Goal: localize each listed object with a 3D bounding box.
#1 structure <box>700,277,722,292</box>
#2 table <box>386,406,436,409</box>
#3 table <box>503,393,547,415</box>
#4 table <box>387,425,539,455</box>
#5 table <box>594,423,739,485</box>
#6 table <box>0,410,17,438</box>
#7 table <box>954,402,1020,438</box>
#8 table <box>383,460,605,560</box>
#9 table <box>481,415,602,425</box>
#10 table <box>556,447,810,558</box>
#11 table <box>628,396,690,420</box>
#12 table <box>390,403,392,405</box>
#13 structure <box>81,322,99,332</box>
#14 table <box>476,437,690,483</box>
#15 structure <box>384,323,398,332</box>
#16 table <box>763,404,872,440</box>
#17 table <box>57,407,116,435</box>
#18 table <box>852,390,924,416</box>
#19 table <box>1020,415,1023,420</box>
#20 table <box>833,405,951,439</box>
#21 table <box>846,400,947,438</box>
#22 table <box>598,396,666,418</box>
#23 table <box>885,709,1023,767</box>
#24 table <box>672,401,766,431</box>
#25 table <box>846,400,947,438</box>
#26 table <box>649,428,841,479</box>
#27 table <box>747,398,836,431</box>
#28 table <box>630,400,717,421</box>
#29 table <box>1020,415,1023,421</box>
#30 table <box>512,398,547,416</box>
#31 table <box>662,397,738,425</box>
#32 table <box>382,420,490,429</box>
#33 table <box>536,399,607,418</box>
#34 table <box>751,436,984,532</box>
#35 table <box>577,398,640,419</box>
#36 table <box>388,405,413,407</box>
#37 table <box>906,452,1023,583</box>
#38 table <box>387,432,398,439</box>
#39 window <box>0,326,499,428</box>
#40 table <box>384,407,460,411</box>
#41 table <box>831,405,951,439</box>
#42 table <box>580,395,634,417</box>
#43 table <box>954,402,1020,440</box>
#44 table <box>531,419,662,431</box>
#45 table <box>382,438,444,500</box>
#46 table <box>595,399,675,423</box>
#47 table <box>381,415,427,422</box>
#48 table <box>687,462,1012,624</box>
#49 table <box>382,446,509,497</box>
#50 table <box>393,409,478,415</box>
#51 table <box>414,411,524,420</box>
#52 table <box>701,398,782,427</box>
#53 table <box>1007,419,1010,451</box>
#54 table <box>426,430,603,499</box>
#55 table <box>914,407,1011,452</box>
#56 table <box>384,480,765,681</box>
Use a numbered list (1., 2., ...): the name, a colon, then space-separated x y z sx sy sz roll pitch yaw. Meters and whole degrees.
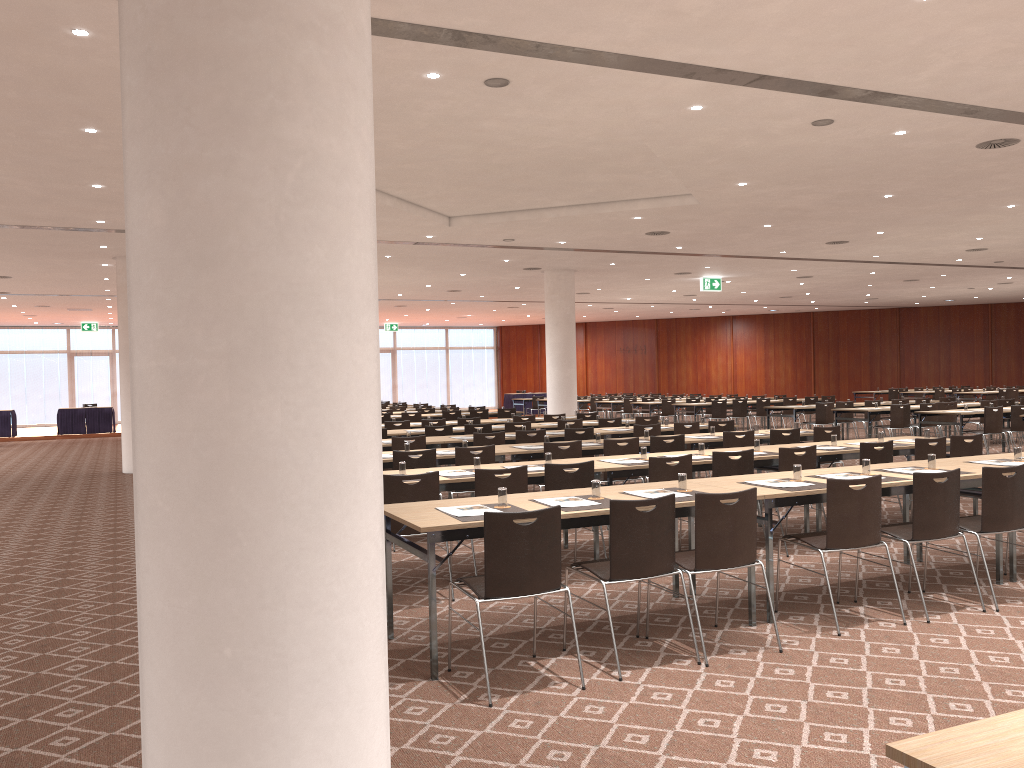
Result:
1. structure: 5.012 -2.512 22.358 0.587 0.346 0.105 -2 1 -24
2. table: -3.397 1.081 25.232 2.267 0.833 0.953 -2 1 -24
3. table: 0.616 0.787 34.915 1.712 0.832 1.041 -2 1 -24
4. table: -0.801 1.108 13.802 2.267 0.833 0.953 -2 1 -24
5. table: 2.084 1.047 12.895 2.267 0.833 0.953 -2 1 -24
6. table: -16.298 1.249 27.404 1.712 0.832 1.041 -2 1 -24
7. table: 9.593 0.824 18.417 2.267 0.833 0.953 -2 1 -24
8. table: -0.439 1.150 7.398 2.267 0.833 0.953 -2 1 -24
9. table: 0.460 1.057 16.550 2.267 0.833 0.953 -2 1 -24
10. table: 1.635 1.093 8.319 2.267 0.833 0.953 -2 1 -24
11. table: 4.923 0.853 28.926 2.267 0.833 0.953 -2 1 -24
12. table: -5.021 1.091 28.887 2.267 0.833 0.953 -2 1 -24
13. structure: -15.627 -2.102 32.820 0.587 0.346 0.105 -2 1 -24
14. table: 0.823 1.098 10.146 2.267 0.833 0.953 -2 1 -24
15. structure: -5.106 -2.390 37.492 0.587 0.346 0.105 -2 1 -24
16. table: 6.707 0.886 19.324 2.267 0.833 0.953 -2 1 -24
17. table: -13.700 1.178 28.558 1.712 0.832 1.041 -2 1 -24
18. table: 12.829 0.654 30.249 2.267 0.833 0.953 -2 1 -24
19. table: 9.143 0.871 13.841 2.267 0.833 0.953 -2 1 -24
20. table: 7.519 0.881 17.496 2.267 0.833 0.953 -2 1 -24
21. table: 8.781 0.829 20.245 2.267 0.833 0.953 -2 1 -24
22. table: 4.111 0.858 30.754 2.267 0.833 0.953 -2 1 -24
23. table: 2.015 1.135 1.875 2.267 0.833 0.953 -2 1 -24
24. table: 5.286 0.895 22.522 2.267 0.833 0.953 -2 1 -24
25. table: 8.781 0.829 20.245 2.267 0.833 0.953 -2 1 -24
26. table: 2.896 1.042 11.067 2.267 0.833 0.953 -2 1 -24
27. table: 7.359 0.838 23.443 2.267 0.833 0.953 -2 1 -24
28. table: 4.474 0.900 24.350 2.267 0.833 0.953 -2 1 -24
29. table: 9.143 0.871 13.841 2.267 0.833 0.953 -2 1 -24
30. table: 1.225 0.920 31.661 2.267 0.833 0.953 -2 1 -24
31. table: 5.735 0.848 27.099 2.267 0.833 0.953 -2 1 -24
32. table: -1.614 1.113 15.629 2.267 0.833 0.953 -2 1 -24
33. table: 2.037 0.915 29.833 2.267 0.833 0.953 -2 1 -24
34. table: 3.708 1.037 9.239 2.267 0.833 0.953 -2 1 -24
35. table: 2.850 0.910 28.005 2.267 0.833 0.953 -2 1 -24
36. table: -4.209 1.086 27.059 2.267 0.833 0.953 -2 1 -24
37. table: 4.521 1.032 7.412 2.267 0.833 0.953 -2 1 -24
38. table: -2.875 1.165 12.881 2.267 0.833 0.953 -2 1 -24
39. window: -11.183 -0.475 37.048 22.958 3.873 0.217 -2 1 -24
40. table: -2.585 1.076 23.404 2.267 0.833 0.953 -2 1 -24
41. table: 7.519 0.881 17.496 2.267 0.833 0.953 -2 1 -24
42. table: 3.299 0.863 32.582 2.267 0.833 0.953 -2 1 -24
43. table: 9.593 0.824 18.417 2.267 0.833 0.953 -2 1 -24
44. table: 1.272 1.052 14.722 2.267 0.833 0.953 -2 1 -24
45. table: -2.063 1.160 11.053 2.267 0.833 0.953 -2 1 -24
46. table: 3.662 0.905 26.178 2.267 0.833 0.953 -2 1 -24
47. table: -3.035 1.122 18.828 2.267 0.833 0.953 -2 1 -24
48. table: 2.447 1.088 6.491 2.267 0.833 0.953 -2 1 -24
49. table: -1.251 1.155 9.225 2.267 0.833 0.953 -2 1 -24
50. table: -1.773 1.071 21.576 2.267 0.833 0.953 -2 1 -24
51. table: -0.961 1.066 19.749 2.267 0.833 0.953 -2 1 -24
52. table: 6.547 0.843 25.271 2.267 0.833 0.953 -2 1 -24
53. table: 10.405 0.819 16.590 2.267 0.833 0.953 -2 1 -24
54. table: 0.011 1.103 11.974 2.267 0.833 0.953 -2 1 -24
55. table: 8.331 0.876 15.669 2.267 0.833 0.953 -2 1 -24
56. table: 0.373 1.145 5.570 2.267 0.833 0.953 -2 1 -24
